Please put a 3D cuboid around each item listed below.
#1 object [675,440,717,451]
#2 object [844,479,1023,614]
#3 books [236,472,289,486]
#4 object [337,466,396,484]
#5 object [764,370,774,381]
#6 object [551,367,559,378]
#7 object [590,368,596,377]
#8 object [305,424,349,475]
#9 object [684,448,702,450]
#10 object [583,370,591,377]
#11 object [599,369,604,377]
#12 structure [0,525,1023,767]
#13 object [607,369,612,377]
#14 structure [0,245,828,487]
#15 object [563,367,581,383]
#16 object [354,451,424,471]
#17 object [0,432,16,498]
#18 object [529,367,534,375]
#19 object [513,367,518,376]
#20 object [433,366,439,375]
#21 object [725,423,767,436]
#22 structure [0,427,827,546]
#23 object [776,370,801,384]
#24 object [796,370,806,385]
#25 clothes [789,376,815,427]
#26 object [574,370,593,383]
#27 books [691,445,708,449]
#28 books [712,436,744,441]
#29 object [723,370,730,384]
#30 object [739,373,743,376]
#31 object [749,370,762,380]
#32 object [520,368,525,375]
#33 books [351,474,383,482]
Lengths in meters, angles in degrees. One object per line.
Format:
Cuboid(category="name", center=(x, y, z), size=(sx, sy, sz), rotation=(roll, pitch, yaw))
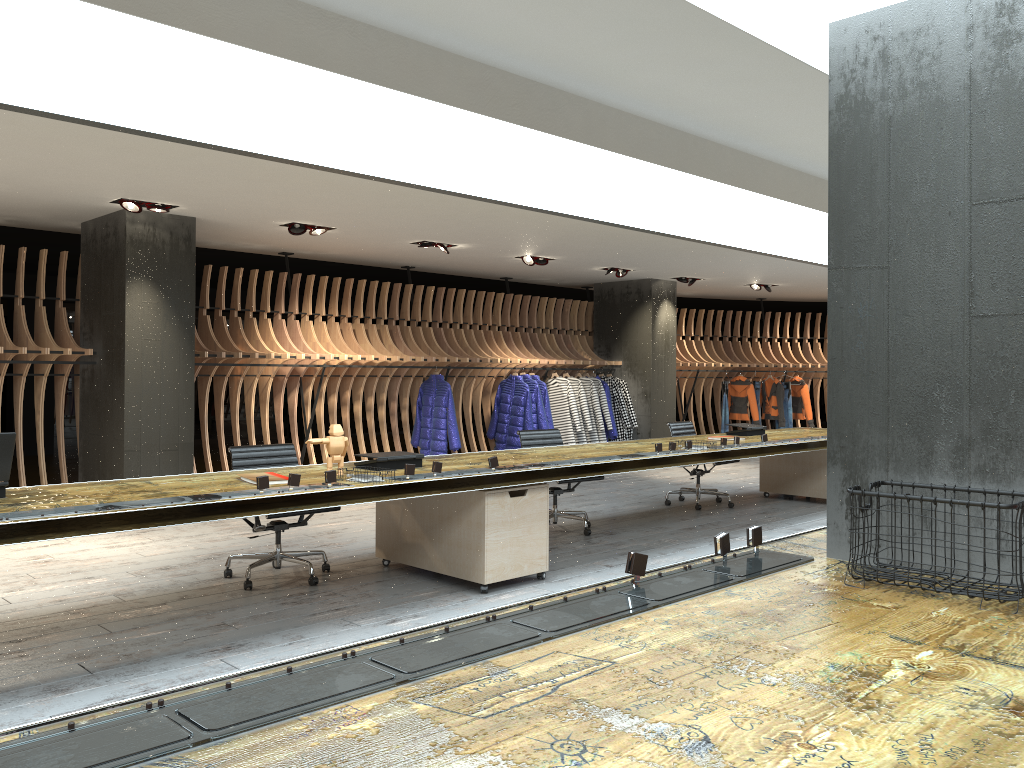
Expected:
Cuboid(category="object", center=(1.491, 0.499, 7.186), size=(0.302, 0.071, 0.209), rotation=(1, 1, 40))
Cuboid(category="object", center=(1.231, 0.446, 2.535), size=(0.459, 0.289, 0.329), rotation=(1, 0, 43))
Cuboid(category="books", center=(-1.366, 0.522, 4.899), size=(0.213, 0.026, 0.366), rotation=(0, 1, -34))
Cuboid(category="object", center=(-0.807, 0.510, 4.932), size=(0.302, 0.074, 0.217), rotation=(1, 1, 40))
Cuboid(category="object", center=(4.481, -0.103, 15.403), size=(0.012, 0.270, 0.525), rotation=(1, 0, -24))
Cuboid(category="object", center=(0.623, -0.081, 12.536), size=(0.012, 0.313, 0.518), rotation=(1, 0, -44))
Cuboid(category="object", center=(1.207, -0.104, 13.192), size=(0.012, 0.270, 0.525), rotation=(1, 0, -44))
Cuboid(category="object", center=(-1.058, 0.386, 5.145), size=(0.097, 0.300, 0.320), rotation=(0, 0, 29))
Cuboid(category="object", center=(1.490, 0.525, 7.188), size=(0.130, 0.004, 0.176), rotation=(0, 1, -40))
Cuboid(category="object", center=(1.106, -0.083, 13.010), size=(0.012, 0.313, 0.518), rotation=(1, 0, -44))
Cuboid(category="object", center=(1.359, -0.074, 13.263), size=(0.012, 0.316, 0.516), rotation=(1, 0, -44))
Cuboid(category="structure", center=(1.206, 0.881, 4.837), size=(18.474, 0.844, 4.836), rotation=(0, 1, -44))
Cuboid(category="object", center=(1.491, -0.077, 13.398), size=(0.012, 0.313, 0.518), rotation=(1, 0, -44))
Cuboid(category="structure", center=(-1.232, 0.036, 1.522), size=(36.551, 2.440, 14.883), rotation=(0, 1, -44))
Cuboid(category="object", center=(0.791, -0.082, 12.701), size=(0.012, 0.313, 0.518), rotation=(1, 0, -44))
Cuboid(category="object", center=(-0.778, 0.488, 5.626), size=(0.373, 0.088, 0.262), rotation=(0, 1, -44))
Cuboid(category="object", center=(-2.553, 0.379, 4.103), size=(0.373, 0.316, 0.365), rotation=(0, 0, -44))
Cuboid(category="object", center=(0.273, -0.100, 12.230), size=(0.012, 0.270, 0.525), rotation=(1, 0, -44))
Cuboid(category="object", center=(0.033, -0.085, 12.018), size=(0.012, 0.292, 0.523), rotation=(1, 0, -44))
Cuboid(category="object", center=(-0.948, -0.095, 11.030), size=(0.012, 0.270, 0.525), rotation=(1, 0, -44))
Cuboid(category="object", center=(2.362, 0.460, 8.947), size=(0.373, 0.111, 0.261), rotation=(0, 1, -44))
Cuboid(category="structure", center=(0.072, 0.857, 6.298), size=(10.450, 0.844, 1.162), rotation=(0, 1, -44))
Cuboid(category="object", center=(4.766, -0.116, 15.492), size=(0.549, 0.243, 0.023), rotation=(1, 0, 22))
Cuboid(category="object", center=(5.002, -0.104, 15.553), size=(0.012, 0.270, 0.525), rotation=(0, 0, -14))
Cuboid(category="clothes", center=(5.011, 0.301, 15.574), size=(0.201, 0.881, 0.839), rotation=(0, 0, -14))
Cuboid(category="object", center=(0.978, -0.083, 12.885), size=(0.012, 0.313, 0.518), rotation=(1, 0, -44))
Cuboid(category="books", center=(1.492, 0.510, 7.182), size=(0.155, 0.025, 0.110), rotation=(1, 1, 41))
Cuboid(category="books", center=(2.029, 0.507, 8.316), size=(0.366, 0.026, 0.213), rotation=(0, 1, -44))
Cuboid(category="object", center=(3.645, -0.119, 15.067), size=(0.023, 0.243, 0.549), rotation=(0, 0, 27))
Cuboid(category="object", center=(3.921, -0.108, 15.207), size=(0.012, 0.270, 0.525), rotation=(1, 0, -29))
Cuboid(category="object", center=(4.203, -0.118, 15.305), size=(0.023, 0.243, 0.549), rotation=(0, 0, 42))
Cuboid(category="object", center=(0.157, -0.090, 12.093), size=(0.012, 0.291, 0.523), rotation=(1, 0, -44))
Cuboid(category="books", center=(-0.806, 0.520, 4.927), size=(0.155, 0.025, 0.110), rotation=(1, 1, 41))
